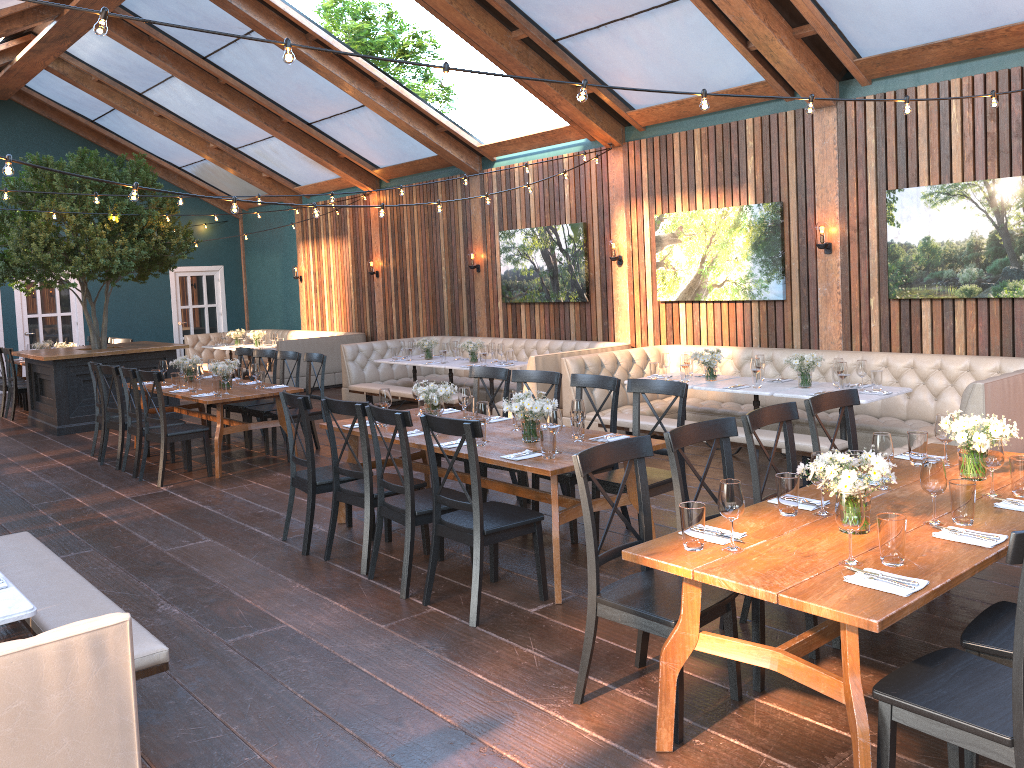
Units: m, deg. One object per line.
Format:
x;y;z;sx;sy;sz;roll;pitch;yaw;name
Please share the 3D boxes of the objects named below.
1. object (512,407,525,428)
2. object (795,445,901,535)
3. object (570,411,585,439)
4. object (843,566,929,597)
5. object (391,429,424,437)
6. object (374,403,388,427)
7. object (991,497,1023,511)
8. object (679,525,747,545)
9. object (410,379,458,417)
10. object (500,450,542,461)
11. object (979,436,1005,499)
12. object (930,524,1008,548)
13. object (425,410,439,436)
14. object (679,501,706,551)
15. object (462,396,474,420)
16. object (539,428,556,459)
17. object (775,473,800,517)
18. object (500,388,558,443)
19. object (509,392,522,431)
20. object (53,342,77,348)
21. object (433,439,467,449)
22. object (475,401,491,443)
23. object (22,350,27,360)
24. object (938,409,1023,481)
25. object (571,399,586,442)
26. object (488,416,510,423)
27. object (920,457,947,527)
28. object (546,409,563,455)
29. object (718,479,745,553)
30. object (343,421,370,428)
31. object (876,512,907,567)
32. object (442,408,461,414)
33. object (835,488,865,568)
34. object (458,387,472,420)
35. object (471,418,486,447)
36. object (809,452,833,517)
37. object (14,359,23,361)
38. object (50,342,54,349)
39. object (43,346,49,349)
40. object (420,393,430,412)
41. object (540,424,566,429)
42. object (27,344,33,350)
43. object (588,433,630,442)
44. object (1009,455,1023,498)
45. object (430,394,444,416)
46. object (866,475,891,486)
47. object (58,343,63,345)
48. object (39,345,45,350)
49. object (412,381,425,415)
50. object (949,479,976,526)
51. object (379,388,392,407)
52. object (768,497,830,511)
0.042;0.203;5.806;0.092;0.157;0.092;-4;4;-14;object
1.245;0.385;3.261;0.336;0.308;0.330;-3;5;-7;object
0.397;0.245;5.327;0.092;0.157;0.092;-4;4;-14;object
1.135;0.600;2.737;0.158;0.019;0.255;-8;9;-39;object
-0.643;0.316;5.729;0.256;0.019;0.158;-8;9;-40;object
-0.896;0.213;6.076;0.092;0.157;0.092;-2;4;6;object
1.999;0.470;3.466;0.158;0.019;0.255;-8;9;-39;object
0.757;0.553;3.262;0.158;0.019;0.255;-8;9;-39;object
-0.533;0.117;6.102;0.329;0.308;0.338;-3;5;-6;object
0.072;0.385;4.877;0.256;0.019;0.158;-8;9;-40;object
1.966;0.339;3.624;0.092;0.243;0.092;-3;4;2;object
1.598;0.530;3.132;0.158;0.019;0.255;-8;9;-39;object
-0.506;0.251;5.636;0.092;0.157;0.092;-4;4;-14;object
0.640;0.505;3.126;0.092;0.157;0.092;-4;4;-14;object
-0.305;0.172;6.189;0.092;0.157;0.092;-4;4;-14;object
0.196;0.321;4.783;0.092;0.157;0.092;-4;4;-14;object
1.091;0.438;3.497;0.092;0.157;0.092;-4;4;-14;object
0.110;0.190;5.269;0.336;0.308;0.331;-1;5;17;object
0.026;0.175;5.686;0.092;0.243;0.092;-3;4;2;object
-6.790;-0.499;13.463;0.329;0.308;0.337;-5;6;-25;object
-0.332;0.351;5.305;0.256;0.019;0.158;-8;9;-40;object
-0.172;0.230;5.316;0.092;0.243;0.092;-3;4;2;object
-7.791;-0.463;14.159;0.092;0.157;0.092;-4;4;-14;object
2.057;0.265;3.926;0.329;0.308;0.338;-1;5;15;object
0.393;0.216;5.216;0.092;0.243;0.092;-3;4;2;object
-0.147;0.244;6.109;0.256;0.019;0.158;-8;9;-40;object
1.565;0.400;3.284;0.092;0.243;0.092;-3;4;2;object
0.238;0.262;4.899;0.092;0.243;0.092;-3;4;2;object
0.767;0.460;3.091;0.092;0.243;0.092;-3;4;2;object
-1.040;0.277;6.177;0.256;0.019;0.158;-8;9;-40;object
1.237;0.508;2.880;0.092;0.157;0.092;-4;4;-14;object
-0.518;0.204;6.575;0.256;0.019;0.158;-8;9;-40;object
1.106;0.468;2.896;0.092;0.243;0.092;-3;4;2;object
-0.321;0.145;6.066;0.092;0.243;0.092;-3;4;2;object
-0.195;0.287;5.212;0.092;0.157;0.092;-4;4;-14;object
1.215;0.393;3.471;0.092;0.243;0.092;-3;4;2;object
-7.928;-0.398;14.252;0.256;0.019;0.158;-8;9;-40;object
-7.604;-0.569;14.603;0.092;0.243;0.092;-3;4;2;object
-7.043;-0.444;13.377;0.092;0.243;0.092;-2;4;8;object
-0.662;0.130;6.660;0.092;0.157;0.092;-3;4;-4;object
0.207;0.276;5.718;0.256;0.019;0.158;-8;9;-40;object
-7.768;-0.520;14.263;0.092;0.243;0.092;-3;4;2;object
0.563;0.318;5.244;0.256;0.019;0.158;-8;9;-40;object
2.082;0.379;3.612;0.092;0.157;0.092;-4;4;-14;object
-0.483;0.194;5.740;0.092;0.243;0.092;-3;4;2;object
1.600;0.425;3.987;0.158;0.019;0.255;-8;9;-39;object
-7.211;-0.531;14.147;0.092;0.243;0.092;-3;4;2;object
-7.359;-0.489;13.858;0.092;0.243;0.092;-3;4;2;object
-0.687;0.105;6.529;0.092;0.243;0.092;-2;4;8;object
1.668;0.439;3.274;0.092;0.157;0.092;-4;4;-14;object
-0.884;0.155;6.193;0.092;0.243;0.092;-2;4;8;object
1.200;0.485;3.644;0.158;0.019;0.255;-8;9;-39;object
